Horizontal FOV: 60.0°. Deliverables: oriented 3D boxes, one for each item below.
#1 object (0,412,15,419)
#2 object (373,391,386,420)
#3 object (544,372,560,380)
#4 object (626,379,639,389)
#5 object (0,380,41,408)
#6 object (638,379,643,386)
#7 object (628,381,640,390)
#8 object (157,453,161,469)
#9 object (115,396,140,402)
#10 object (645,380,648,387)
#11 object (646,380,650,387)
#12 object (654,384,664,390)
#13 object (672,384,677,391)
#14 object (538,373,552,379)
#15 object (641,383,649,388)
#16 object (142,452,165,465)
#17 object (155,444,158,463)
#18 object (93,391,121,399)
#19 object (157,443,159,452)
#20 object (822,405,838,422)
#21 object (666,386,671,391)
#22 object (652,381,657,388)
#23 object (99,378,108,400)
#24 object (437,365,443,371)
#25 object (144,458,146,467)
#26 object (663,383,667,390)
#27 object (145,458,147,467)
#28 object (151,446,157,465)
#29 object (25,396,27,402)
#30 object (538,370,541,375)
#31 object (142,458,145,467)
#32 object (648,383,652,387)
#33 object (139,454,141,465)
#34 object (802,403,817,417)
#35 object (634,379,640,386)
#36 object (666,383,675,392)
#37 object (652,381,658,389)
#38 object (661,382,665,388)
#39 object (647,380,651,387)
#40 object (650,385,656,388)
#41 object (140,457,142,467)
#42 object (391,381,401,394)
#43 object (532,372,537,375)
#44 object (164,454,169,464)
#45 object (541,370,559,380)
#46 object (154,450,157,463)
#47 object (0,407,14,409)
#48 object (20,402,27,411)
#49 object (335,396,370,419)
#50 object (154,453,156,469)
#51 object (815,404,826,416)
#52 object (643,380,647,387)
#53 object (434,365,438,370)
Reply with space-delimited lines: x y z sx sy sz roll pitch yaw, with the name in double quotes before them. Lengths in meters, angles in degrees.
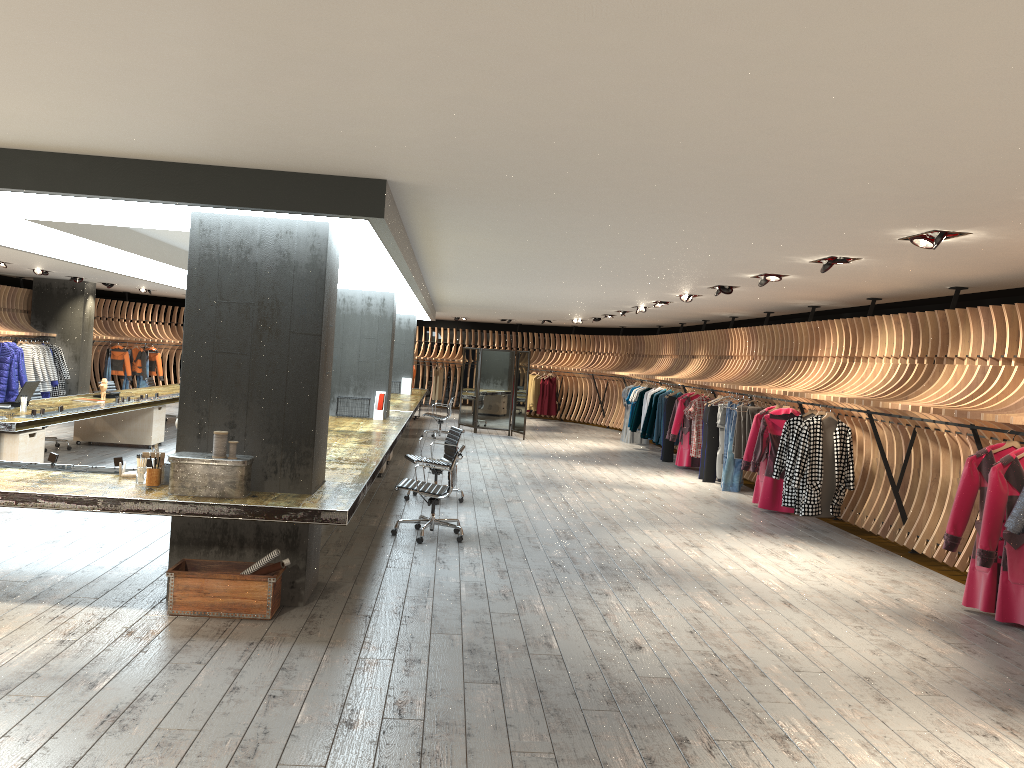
"object" -5.223 0.326 8.977 0.302 0.074 0.217 4 2 -10
"object" -1.855 0.301 12.419 0.129 0.383 0.240 4 1 -4
"object" 1.143 -0.245 25.023 0.525 0.270 0.012 3 1 -29
"object" 2.867 0.012 20.371 0.525 0.270 0.012 4 1 11
"object" -5.850 0.109 10.480 0.365 0.316 0.373 4 1 -4
"object" 2.917 0.029 19.918 0.525 0.270 0.012 3 1 -19
"object" 2.886 0.022 20.090 0.525 0.270 0.012 4 1 11
"object" -2.291 0.548 5.739 0.008 0.207 0.054 3 1 -39
"object" -5.354 0.216 12.349 0.302 0.074 0.217 4 2 -10
"object" 2.970 0.059 19.286 0.523 0.290 0.013 4 1 -9
"object" 2.967 0.063 19.181 0.524 0.285 0.013 4 1 -9
"object" 3.032 0.086 18.128 0.525 0.270 0.012 4 1 1
"object" 3.109 0.130 16.925 0.525 0.270 0.012 4 1 6
"object" 0.967 -0.263 25.216 0.525 0.270 0.012 3 1 -29
"object" 2.905 0.049 19.476 0.523 0.288 0.015 4 1 6
"object" -2.352 0.549 5.807 0.138 0.209 0.034 4 1 -24
"object" -2.333 0.521 5.847 0.012 0.264 0.062 5 1 38
"object" -5.860 0.152 12.821 0.262 0.088 0.373 4 2 -4
"object" -2.328 0.519 5.847 0.008 0.267 0.060 4 1 13
"object" 3.589 0.374 10.012 0.525 0.270 0.012 4 1 -14
"object" 3.077 0.115 17.358 0.525 0.270 0.012 4 1 -4
"object" 3.009 0.077 18.629 0.525 0.270 0.012 4 1 -4
"object" -5.670 0.075 12.294 0.097 0.300 0.321 4 1 -20
"object" -2.164 -0.533 27.029 0.012 0.270 0.525 4 2 16
"object" -2.410 0.551 5.804 0.030 0.170 0.007 4 1 -10
"object" 3.067 0.110 17.562 0.525 0.270 0.012 4 1 1
"object" -2.408 0.551 5.813 0.030 0.170 0.007 3 1 -37
"object" -2.349 0.533 5.861 0.084 0.240 0.009 4 1 -27
"object" -5.473 0.214 9.962 0.030 0.170 0.007 4 1 -10
"object" 0.792 -0.284 25.379 0.012 0.270 0.525 4 2 36
"object" -2.417 0.550 5.796 0.030 0.170 0.007 4 1 16
"object" 2.957 0.071 18.893 0.524 0.284 0.014 4 1 6
"object" -2.444 0.548 5.829 0.030 0.170 0.007 4 1 9
"object" 3.564 0.357 10.518 0.525 0.270 0.012 4 1 16
"object" 2.869 0.017 20.226 0.525 0.270 0.012 4 1 -14
"object" 3.103 0.122 17.249 0.525 0.270 0.012 4 1 -4
"object" 3.003 0.081 18.501 0.525 0.270 0.012 4 1 1
"object" 3.049 0.094 17.895 0.525 0.270 0.012 4 1 -4
"object" 2.961 0.055 19.066 0.525 0.270 0.012 3 1 -19
"object" 2.991 0.073 18.710 0.525 0.270 0.012 4 1 -4
"object" -2.426 0.550 5.792 0.030 0.170 0.007 5 1 43
"object" -2.712 0.075 19.724 0.459 0.289 0.330 4 1 -1
"object" 0.637 -0.299 25.537 0.525 0.270 0.012 4 1 -4
"object" -2.299 0.554 5.854 0.081 0.198 0.050 4 1 21
"object" 1.081 -0.251 25.102 0.525 0.270 0.012 4 1 -4
"object" -2.338 0.543 5.856 0.009 0.222 0.082 4 1 25
"object" -5.823 0.270 10.125 0.213 0.019 0.219 3 2 -19
"object" -5.493 0.257 9.973 0.062 0.111 0.061 5 1 30
"object" -2.209 0.330 12.338 0.459 0.289 0.330 4 1 -6
"object" -2.305 0.548 5.726 0.008 0.207 0.054 4 1 -17
"object" 3.558 0.366 10.191 0.525 0.270 0.012 4 1 -4
"object" 2.941 0.048 19.371 0.525 0.270 0.012 4 1 1
"object" -2.295 -0.542 27.038 0.012 0.270 0.525 4 2 11
